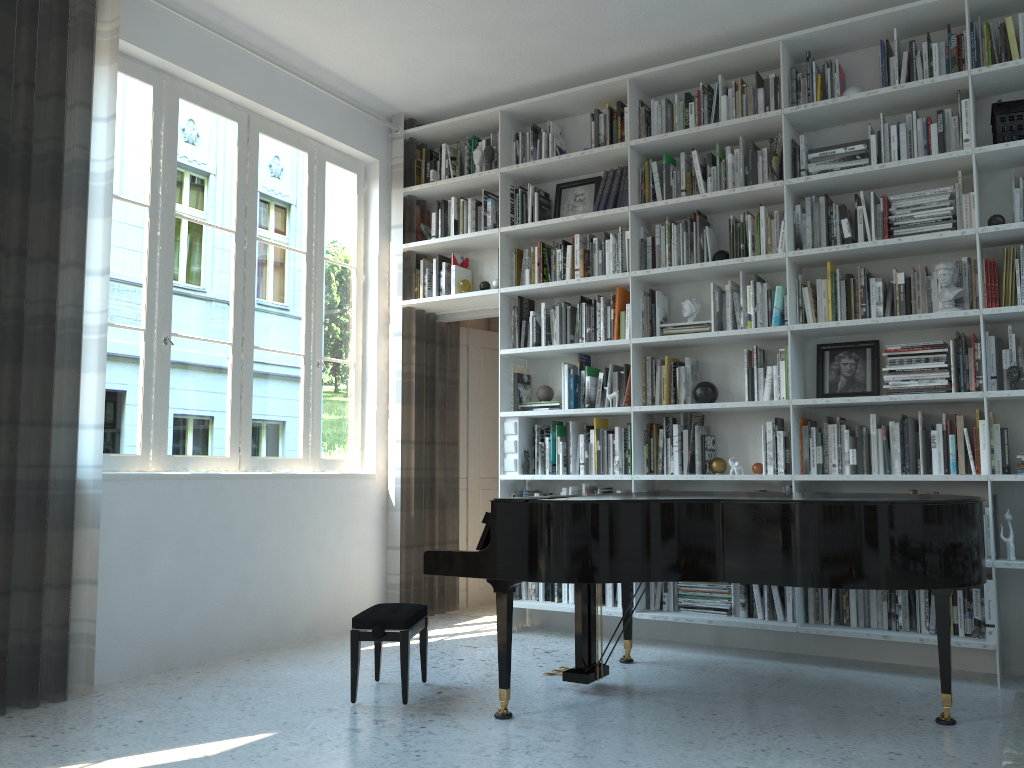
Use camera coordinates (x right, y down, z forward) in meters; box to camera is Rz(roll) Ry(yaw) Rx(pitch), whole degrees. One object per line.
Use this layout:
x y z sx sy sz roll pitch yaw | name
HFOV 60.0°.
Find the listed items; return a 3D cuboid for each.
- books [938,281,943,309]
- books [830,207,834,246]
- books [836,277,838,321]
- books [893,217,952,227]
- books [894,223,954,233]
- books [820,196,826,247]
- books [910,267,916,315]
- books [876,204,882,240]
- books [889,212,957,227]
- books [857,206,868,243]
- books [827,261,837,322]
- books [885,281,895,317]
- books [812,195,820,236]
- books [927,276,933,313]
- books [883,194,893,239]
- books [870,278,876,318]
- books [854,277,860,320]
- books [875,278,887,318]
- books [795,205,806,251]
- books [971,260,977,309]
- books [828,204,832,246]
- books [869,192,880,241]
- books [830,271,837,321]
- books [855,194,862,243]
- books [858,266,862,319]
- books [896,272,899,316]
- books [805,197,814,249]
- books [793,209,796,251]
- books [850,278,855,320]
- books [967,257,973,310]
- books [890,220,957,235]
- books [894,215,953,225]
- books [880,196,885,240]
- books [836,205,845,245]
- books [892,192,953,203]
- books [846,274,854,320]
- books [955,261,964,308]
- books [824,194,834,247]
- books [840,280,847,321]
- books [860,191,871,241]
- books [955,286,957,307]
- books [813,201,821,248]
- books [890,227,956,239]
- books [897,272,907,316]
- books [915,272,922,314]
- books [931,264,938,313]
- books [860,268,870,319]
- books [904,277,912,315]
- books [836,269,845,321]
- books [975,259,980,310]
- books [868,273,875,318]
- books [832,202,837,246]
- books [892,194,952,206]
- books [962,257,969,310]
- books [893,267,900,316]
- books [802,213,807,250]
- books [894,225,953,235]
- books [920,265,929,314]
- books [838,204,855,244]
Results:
2.049 -0.406 4.214 0.035 0.201 0.149 -3 -6 31 | books
1.638 -0.763 4.492 0.014 0.233 0.147 -3 -6 31 | books
1.651 -0.403 4.459 0.010 0.244 0.149 -3 -6 31 | books
1.989 -0.760 4.283 0.254 0.012 0.161 -4 -7 33 | books
1.991 -0.736 4.282 0.254 0.012 0.161 -3 -7 30 | books
1.604 -0.791 4.521 0.029 0.295 0.151 -3 -6 31 | books
1.935 -0.424 4.255 0.012 0.245 0.186 -3 -6 31 | books
1.826 -0.766 4.381 0.024 0.216 0.132 -3 -6 31 | books
1.991 -0.783 4.287 0.285 0.012 0.159 -4 -7 32 | books
1.751 -0.762 4.421 0.024 0.216 0.148 -3 -6 31 | books
1.612 -0.440 4.449 0.014 0.317 0.188 -3 -6 31 | books
1.855 -0.392 4.339 0.050 0.198 0.146 -3 -6 31 | books
1.569 -0.797 4.553 0.014 0.312 0.133 -3 -6 31 | books
2.009 -0.405 4.249 0.022 0.206 0.114 -3 -6 31 | books
1.844 -0.785 4.347 0.013 0.246 0.176 -3 -6 31 | books
1.791 -0.398 4.363 0.024 0.216 0.175 -3 -6 31 | books
1.729 -0.403 4.410 0.025 0.235 0.137 -3 -6 31 | books
1.815 -0.399 4.350 0.030 0.214 0.168 -3 -6 31 | books
1.497 -0.772 4.574 0.026 0.266 0.171 -3 -6 31 | books
2.167 -0.442 4.153 0.014 0.260 0.137 -3 -6 31 | books
1.628 -0.772 4.499 0.011 0.251 0.153 -3 -6 31 | books
1.799 -0.793 4.381 0.021 0.268 0.191 -3 -6 31 | books
1.624 -0.416 4.439 0.015 0.266 0.189 -3 -6 31 | books
1.734 -0.795 4.442 0.022 0.285 0.131 -3 -6 31 | books
1.742 -0.429 4.396 0.013 0.283 0.177 -3 -6 31 | books
1.886 -0.413 4.307 0.010 0.233 0.175 -3 -6 31 | books
1.542 -0.790 4.547 0.026 0.296 0.179 -3 -6 31 | books
1.487 -0.764 4.592 0.012 0.254 0.161 -3 -6 31 | books
1.710 -0.399 4.413 0.012 0.227 0.170 -3 -6 31 | books
2.149 -0.445 4.150 0.014 0.266 0.154 -3 -6 31 | books
1.988 -0.748 4.280 0.285 0.012 0.159 -3 -7 28 | books
1.989 -0.772 4.284 0.254 0.012 0.161 -3 -7 29 | books
1.838 -0.782 4.365 0.015 0.244 0.183 -3 -6 31 | books
1.660 -0.768 4.477 0.011 0.239 0.147 -3 -6 31 | books
1.991 -0.882 4.298 0.254 0.012 0.161 -4 -7 31 | books
1.703 -0.412 4.442 0.028 0.259 0.134 -3 -6 31 | books
2.114 -0.439 4.177 0.025 0.259 0.130 -3 -6 31 | books
1.617 -0.796 4.505 0.011 0.300 0.179 -3 -6 31 | books
1.677 -0.396 4.449 0.024 0.228 0.147 -3 -6 31 | books
1.776 -0.801 4.413 0.049 0.291 0.162 -3 -6 31 | books
2.104 -0.428 4.203 0.021 0.241 0.103 -3 -6 31 | books
1.572 -0.777 4.519 0.025 0.265 0.185 -3 -6 31 | books
1.991 -0.711 4.280 0.285 0.012 0.159 -4 -7 32 | books
1.897 -0.410 4.287 0.029 0.224 0.185 -3 -6 31 | books
1.970 -0.414 4.277 0.025 0.230 0.143 -3 -6 31 | books
2.025 -0.433 4.234 0.024 0.258 0.126 -3 -6 31 | books
1.752 -0.423 4.373 0.028 0.267 0.190 -3 -6 31 | books
1.923 -0.400 4.273 0.029 0.200 0.178 -3 -6 31 | books
1.651 -0.423 4.440 0.010 0.280 0.170 -3 -6 31 | books
2.187 -0.445 4.149 0.023 0.264 0.107 -3 -6 31 | books
1.783 -0.414 4.385 0.011 0.251 0.130 -3 -6 31 | books
1.648 -0.773 4.483 0.014 0.250 0.173 -3 -6 31 | books
1.989 -0.870 4.293 0.254 0.012 0.161 -4 -7 33 | books
2.141 -0.449 4.174 0.025 0.278 0.108 -3 -6 31 | books
1.878 -0.424 4.318 0.014 0.258 0.161 -3 -6 31 | books
1.528 -0.753 4.572 0.027 0.228 0.147 -3 -6 31 | books
1.992 -0.723 4.283 0.254 0.012 0.161 -4 -7 31 | books
1.981 -0.431 4.249 0.025 0.258 0.150 -3 -6 31 | books
1.690 -0.769 4.451 0.066 0.236 0.154 -3 -6 31 | books
